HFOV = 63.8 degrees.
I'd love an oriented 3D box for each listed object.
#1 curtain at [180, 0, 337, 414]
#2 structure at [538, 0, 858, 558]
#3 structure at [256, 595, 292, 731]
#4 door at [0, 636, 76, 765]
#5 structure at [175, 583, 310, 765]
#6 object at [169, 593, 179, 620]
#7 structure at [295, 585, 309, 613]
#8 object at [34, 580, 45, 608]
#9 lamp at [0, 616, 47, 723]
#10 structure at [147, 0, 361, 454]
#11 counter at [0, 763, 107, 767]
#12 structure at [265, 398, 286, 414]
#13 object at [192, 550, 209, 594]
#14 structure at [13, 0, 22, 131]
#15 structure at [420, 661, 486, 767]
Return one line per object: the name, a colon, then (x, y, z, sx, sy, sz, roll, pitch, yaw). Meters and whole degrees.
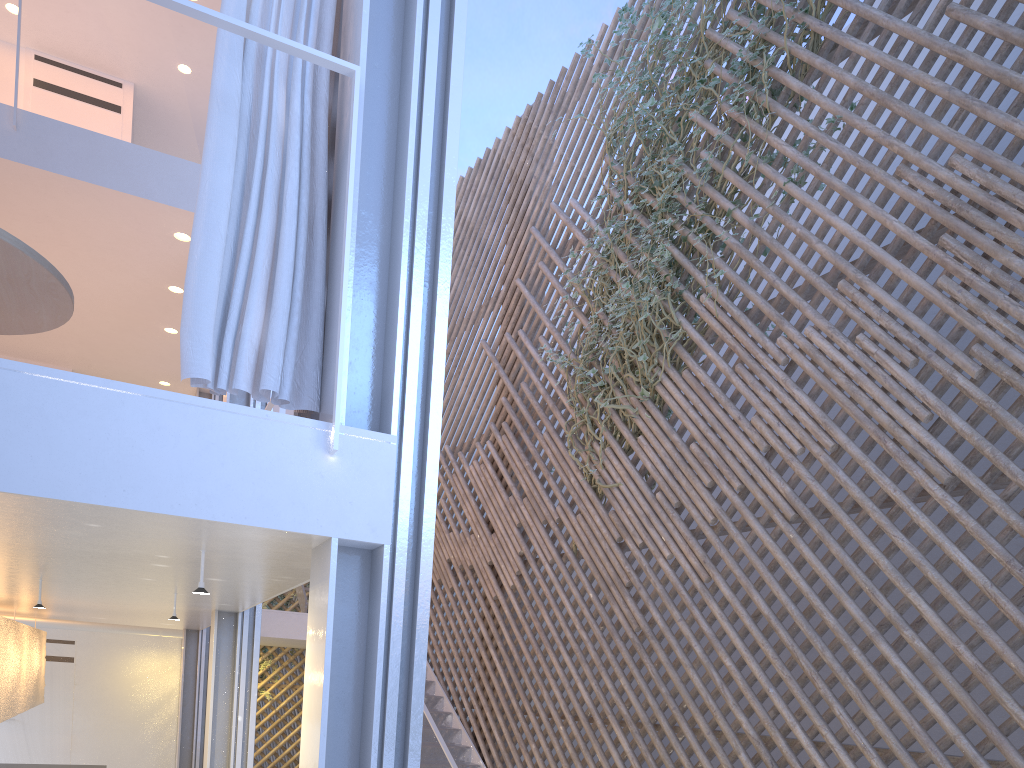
curtain: (-0.459, -1.176, 1.170, 0.521, 2.336, 0.097, 3, 2, -28)
structure: (0.782, -0.664, 3.243, 0.752, 2.612, 2.415, 4, -7, -32)
structure: (-1.950, 1.140, 7.626, 1.130, 4.343, 3.389, 4, -6, -26)
door: (-2.868, 1.475, 3.331, 0.483, 1.103, 5.849, 4, -19, -11)
structure: (-2.177, 2.389, 6.682, 1.161, 1.927, 0.291, 6, 0, -24)
object: (-0.964, 0.636, 2.353, 0.029, 0.076, 0.029, 4, -1, -13)
structure: (-1.400, 0.886, 6.092, 0.543, 1.812, 1.284, 4, -5, -30)
object: (-1.268, 0.564, 2.211, 0.029, 0.076, 0.029, 4, -1, -13)
lamp: (-2.464, 1.271, 3.714, 0.456, 0.398, 2.415, 8, -20, -22)
structure: (-0.596, 0.058, 0.270, 1.389, 1.714, 1.485, 7, -8, -24)
counter: (-2.373, 2.086, 3.809, 0.831, 0.352, 2.638, 11, -21, -22)
structure: (-0.569, 0.172, 2.153, 0.028, 0.522, 1.779, 3, -16, -24)
object: (-1.713, 0.784, 1.894, 1.712, 0.774, 1.922, 12, -19, -25)
structure: (-1.035, -0.334, 0.845, 1.755, 3.159, 3.796, 5, -11, -24)
structure: (-0.755, 1.621, 4.285, 1.207, 1.876, 2.018, 7, -10, -30)
